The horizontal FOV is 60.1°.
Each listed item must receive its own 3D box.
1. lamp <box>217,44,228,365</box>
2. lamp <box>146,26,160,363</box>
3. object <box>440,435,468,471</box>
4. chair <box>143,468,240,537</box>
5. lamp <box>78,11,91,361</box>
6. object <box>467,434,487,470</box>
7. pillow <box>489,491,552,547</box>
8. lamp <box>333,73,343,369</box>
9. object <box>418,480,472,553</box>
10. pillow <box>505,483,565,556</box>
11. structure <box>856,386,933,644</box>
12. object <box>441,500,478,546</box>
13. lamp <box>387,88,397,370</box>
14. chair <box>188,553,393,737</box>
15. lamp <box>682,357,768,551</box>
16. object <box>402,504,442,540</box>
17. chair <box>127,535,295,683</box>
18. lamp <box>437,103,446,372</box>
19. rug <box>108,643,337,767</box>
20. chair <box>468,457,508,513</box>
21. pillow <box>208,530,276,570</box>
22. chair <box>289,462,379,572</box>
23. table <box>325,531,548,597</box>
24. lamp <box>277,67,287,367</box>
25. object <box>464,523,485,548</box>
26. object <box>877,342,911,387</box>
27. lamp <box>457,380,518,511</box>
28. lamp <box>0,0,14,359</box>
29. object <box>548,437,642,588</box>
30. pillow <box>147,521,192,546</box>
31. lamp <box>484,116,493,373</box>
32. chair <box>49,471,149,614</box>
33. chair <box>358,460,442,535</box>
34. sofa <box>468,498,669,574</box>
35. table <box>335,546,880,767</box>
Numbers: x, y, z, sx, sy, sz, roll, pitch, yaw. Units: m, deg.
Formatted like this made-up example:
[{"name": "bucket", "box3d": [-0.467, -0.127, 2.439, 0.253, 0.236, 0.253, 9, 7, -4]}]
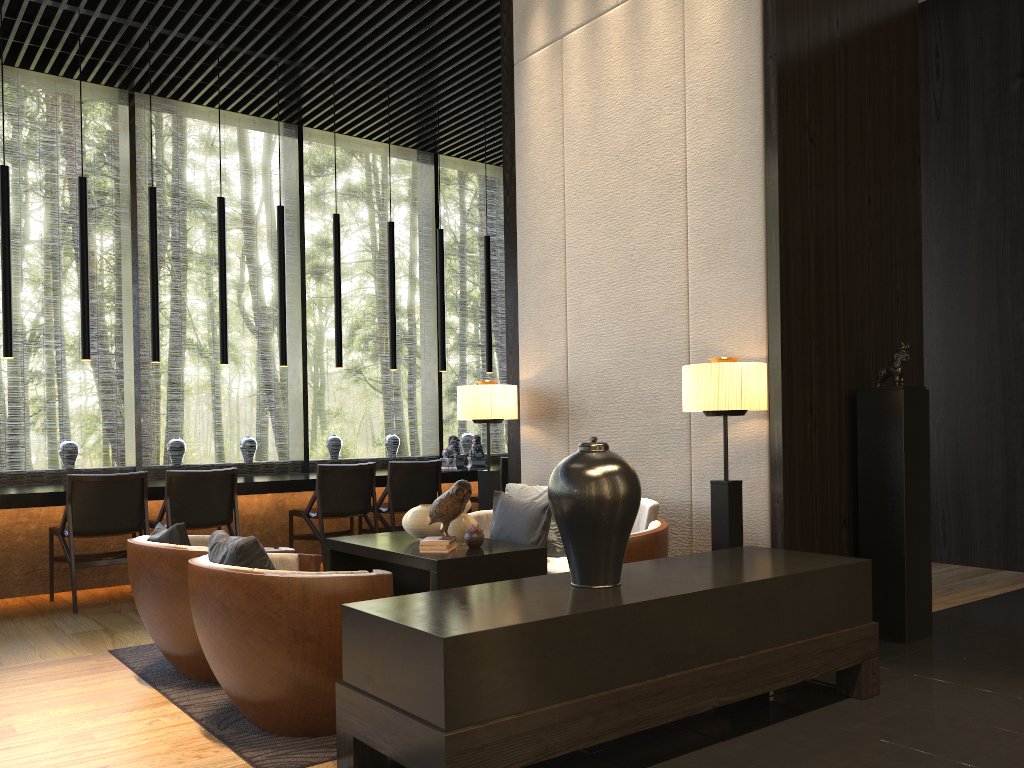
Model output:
[{"name": "lamp", "box3d": [-2.200, -1.355, 6.698, 0.060, 2.421, 0.060, -1, 0, -42]}, {"name": "lamp", "box3d": [-2.598, -1.364, 6.399, 0.060, 2.421, 0.060, -1, 0, -42]}, {"name": "object", "box3d": [-0.514, 0.599, 7.678, 0.207, 0.310, 0.162, -1, -1, 33]}, {"name": "chair", "box3d": [-2.135, 0.980, 5.953, 0.525, 0.827, 0.563, -1, -1, -37]}, {"name": "lamp", "box3d": [-2.968, -1.373, 6.121, 0.060, 2.421, 0.060, -1, 0, -42]}, {"name": "object", "box3d": [-0.311, 0.602, 7.825, 0.163, 0.313, 0.209, -1, -1, -12]}, {"name": "pillow", "box3d": [0.056, 0.764, 4.779, 0.219, 0.361, 0.472, -1, -2, -40]}, {"name": "lamp", "box3d": [-1.441, -1.338, 7.268, 0.060, 2.421, 0.060, -1, 0, -42]}, {"name": "object", "box3d": [-0.280, 0.573, 3.872, 0.229, 0.309, 0.174, -1, 0, 9]}, {"name": "pillow", "box3d": [0.119, 0.752, 4.953, 0.433, 0.399, 0.201, -2, -1, 31]}, {"name": "structure", "box3d": [1.865, 0.625, 4.317, 0.240, 1.218, 0.240, -1, 0, -37]}, {"name": "object", "box3d": [-0.241, 0.607, 4.054, 0.174, 0.257, 0.174, -1, -1, -17]}, {"name": "lamp", "box3d": [-1.035, -1.329, 7.573, 0.060, 2.421, 0.060, -1, 0, -42]}, {"name": "chair", "box3d": [-0.850, 0.923, 3.228, 0.606, 0.604, 0.804, 0, -2, -37]}, {"name": "lamp", "box3d": [0.974, 0.559, 4.027, 0.375, 1.351, 0.375, -1, 0, 11]}, {"name": "object", "box3d": [-0.408, 0.669, 4.278, 0.245, 0.168, 0.245, -1, -2, 11]}, {"name": "chair", "box3d": [-1.364, 0.968, 3.912, 0.606, 0.604, 0.804, 0, -2, -37]}, {"name": "lamp", "box3d": [-0.636, -1.320, 7.873, 0.060, 2.421, 0.060, -1, 0, -42]}, {"name": "rug", "box3d": [-0.462, 1.263, 4.168, 2.240, 0.008, 2.043, 1, -4, -37]}, {"name": "chair", "box3d": [-0.013, 1.027, 7.547, 0.525, 0.827, 0.563, -1, -1, -37]}, {"name": "pillow", "box3d": [-0.949, 0.704, 3.156, 0.222, 0.362, 0.399, -1, -1, -36]}, {"name": "chair", "box3d": [-1.304, 0.999, 6.578, 0.525, 0.827, 0.563, -1, -1, -37]}, {"name": "table", "box3d": [-0.382, 1.004, 4.166, 0.575, 0.517, 1.043, 0, -3, -37]}, {"name": "lamp", "box3d": [-1.825, -1.347, 6.980, 0.060, 2.421, 0.060, -1, 0, -42]}, {"name": "object", "box3d": [-0.167, 0.674, 3.953, 0.091, 0.112, 0.091, -1, -1, 15]}, {"name": "object", "box3d": [1.851, -0.089, 4.294, 0.161, 0.218, 0.102, -2, -1, 41]}, {"name": "lamp", "box3d": [-0.144, 0.658, 5.516, 0.375, 1.351, 0.375, -1, 0, -7]}, {"name": "lamp", "box3d": [-3.346, -1.381, 5.837, 0.060, 2.421, 0.060, -1, 0, -42]}, {"name": "object", "box3d": [0.276, 0.422, 2.955, 0.311, 0.493, 0.311, -2, -1, 42]}, {"name": "pillow", "box3d": [-1.466, 0.753, 3.842, 0.205, 0.338, 0.442, -1, -2, -30]}, {"name": "lamp", "box3d": [-0.230, -1.311, 8.178, 0.060, 2.421, 0.060, -1, 0, -42]}, {"name": "chair", "box3d": [-2.595, 0.970, 5.608, 0.525, 0.827, 0.563, -1, -1, -37]}, {"name": "chair", "box3d": [-0.844, 1.009, 6.923, 0.525, 0.827, 0.563, -1, -1, -37]}, {"name": "sofa", "box3d": [0.244, 0.933, 4.628, 0.602, 0.693, 1.451, 0, -2, -37]}, {"name": "table", "box3d": [0.431, 0.926, 3.039, 1.959, 0.513, 0.621, 1, -3, -37]}]
